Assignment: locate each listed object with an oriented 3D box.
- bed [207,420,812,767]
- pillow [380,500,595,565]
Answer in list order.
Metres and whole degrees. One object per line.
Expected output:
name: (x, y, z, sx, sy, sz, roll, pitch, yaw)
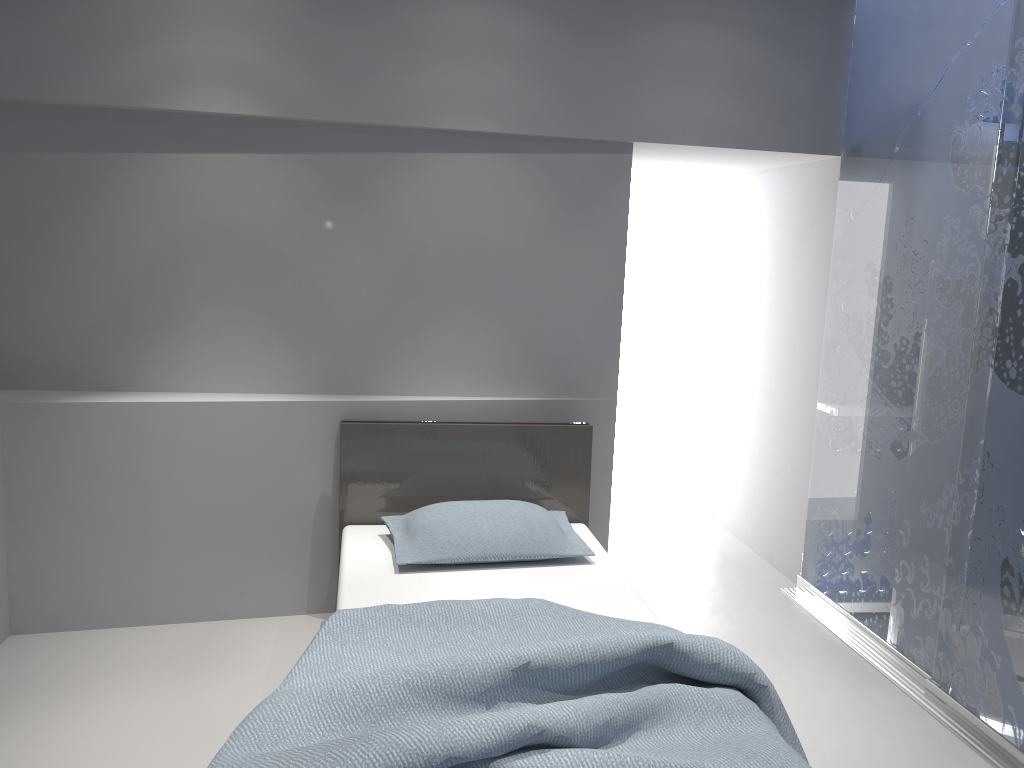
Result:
bed: (-0.043, 0.704, 2.598, 1.411, 0.752, 2.319, 1, 9, -10)
pillow: (-0.093, 0.538, 3.299, 0.746, 0.173, 0.417, 0, 9, -15)
